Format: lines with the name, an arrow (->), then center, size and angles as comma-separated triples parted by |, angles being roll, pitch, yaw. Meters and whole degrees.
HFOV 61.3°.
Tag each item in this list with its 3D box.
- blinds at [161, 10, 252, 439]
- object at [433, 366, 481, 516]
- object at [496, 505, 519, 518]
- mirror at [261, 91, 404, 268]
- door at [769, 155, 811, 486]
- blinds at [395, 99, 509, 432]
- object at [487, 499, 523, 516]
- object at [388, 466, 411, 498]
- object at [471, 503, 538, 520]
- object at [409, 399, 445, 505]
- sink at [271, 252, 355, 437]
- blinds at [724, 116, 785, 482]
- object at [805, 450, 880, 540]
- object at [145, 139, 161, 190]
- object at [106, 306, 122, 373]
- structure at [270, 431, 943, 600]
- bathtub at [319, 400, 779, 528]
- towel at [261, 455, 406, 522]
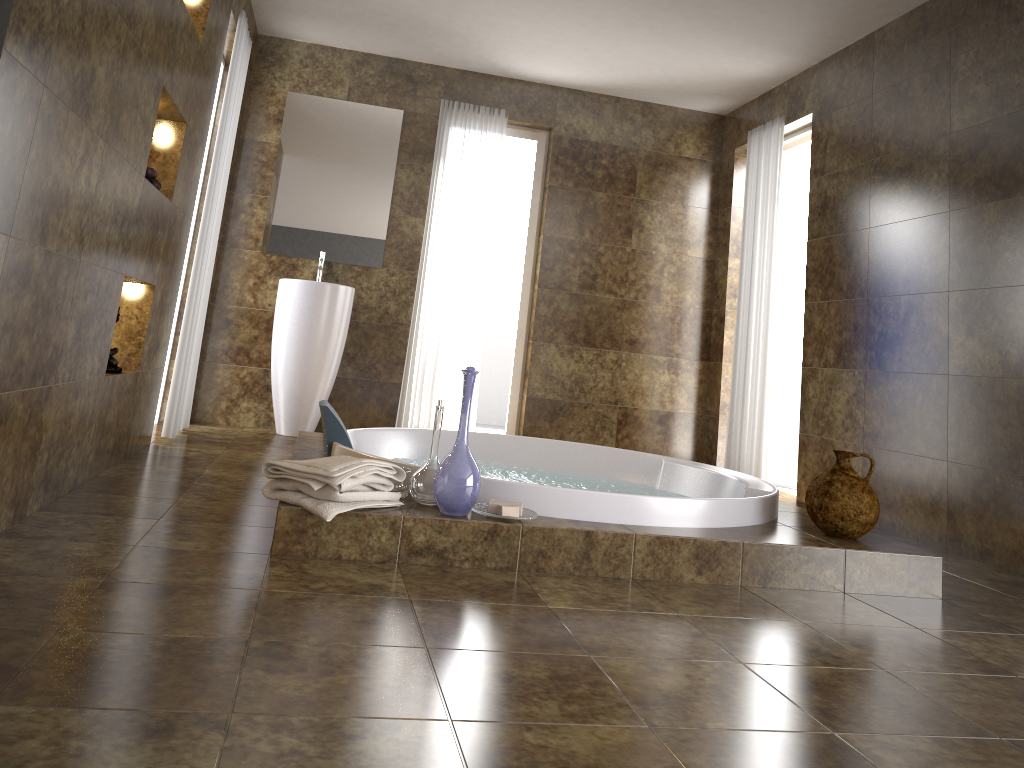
blinds -> -1.622, -0.888, 4.701 | 0.067, 2.339, 0.583 | 9, -11, -13
object -> -0.143, 0.158, 2.497 | 0.136, 0.431, 0.131 | 7, -10, -4
object -> -0.011, 0.358, 2.435 | 0.053, 0.035, 0.072 | 7, -1, -11
mirror -> -1.163, -1.339, 5.658 | 0.763, 1.122, 0.008 | 8, -11, -10
door -> 2.069, -0.446, 5.688 | 0.965, 2.289, 0.038 | 3, -12, 22
blinds -> -0.370, -0.778, 5.694 | 0.516, 2.327, 0.065 | 8, -11, -11
object -> -0.019, 0.358, 2.504 | 0.101, 0.033, 0.060 | 6, -2, 4
object -> -0.401, 0.298, 2.676 | 0.167, 0.077, 0.169 | 7, -1, -30
object -> -0.022, 0.374, 2.489 | 0.187, 0.019, 0.188 | 6, 1, -23
object -> -0.233, 0.201, 2.608 | 0.130, 0.317, 0.126 | 7, -9, -4
sink -> -1.230, -0.266, 5.233 | 0.457, 1.168, 0.424 | 8, -10, -9
blinds -> 1.516, -0.553, 5.404 | 0.068, 2.340, 0.470 | 9, -11, -13
object -> 1.089, 0.360, 2.850 | 0.224, 0.282, 0.229 | 11, -8, -40
object -> -1.476, -0.919, 3.457 | 0.173, 0.293, 0.108 | 8, -10, -11
object -> -1.542, -0.185, 3.290 | 0.151, 0.281, 0.147 | 8, -9, -11
structure -> 0.137, 0.443, 3.425 | 1.993, 0.127, 1.975 | 6, 1, -12
bathtub -> 0.137, 0.435, 3.425 | 1.759, 0.537, 1.704 | 6, 0, 19
towel -> -0.507, 0.276, 2.450 | 0.341, 0.154, 0.312 | 6, -1, 33
